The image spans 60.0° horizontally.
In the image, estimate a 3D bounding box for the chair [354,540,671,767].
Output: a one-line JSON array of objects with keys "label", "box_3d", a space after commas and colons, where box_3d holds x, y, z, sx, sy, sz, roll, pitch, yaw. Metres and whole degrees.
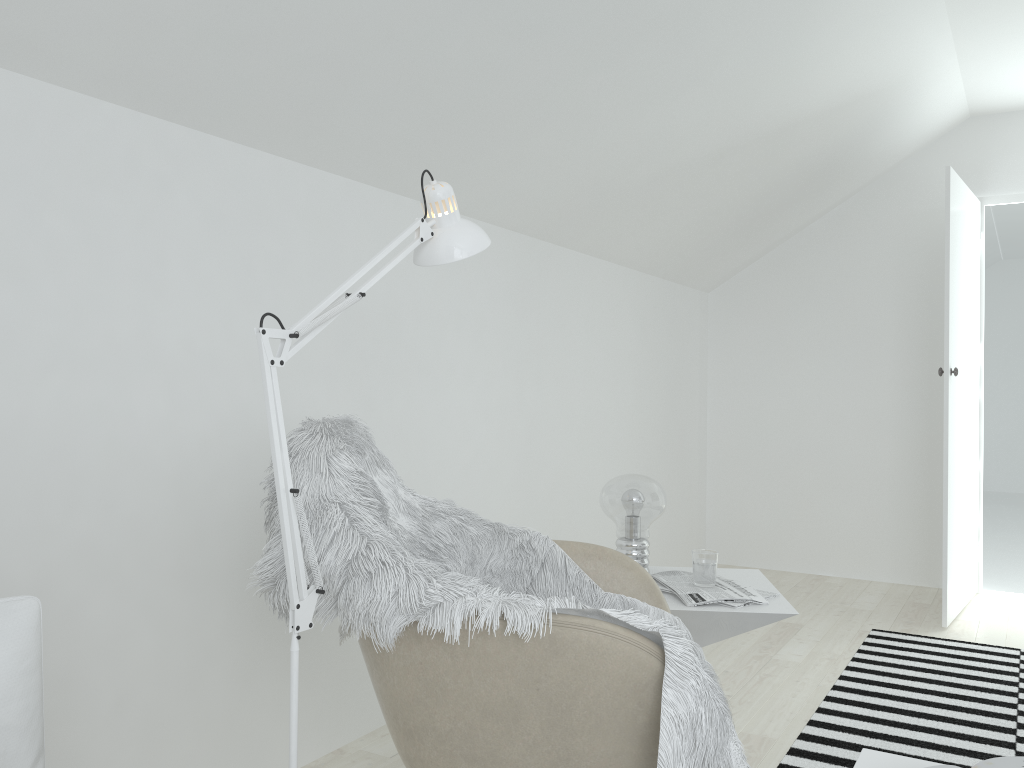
[{"label": "chair", "box_3d": [-0.011, 0.564, 1.711, 0.776, 0.941, 0.719, 1, 0, 5]}]

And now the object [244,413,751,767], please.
[{"label": "object", "box_3d": [-0.004, 0.458, 1.708, 0.954, 0.789, 0.784, 1, 0, 11]}]

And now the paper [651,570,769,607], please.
[{"label": "paper", "box_3d": [0.486, 0.514, 2.250, 0.205, 0.024, 0.312, 1, 0, -10]}]

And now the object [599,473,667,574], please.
[{"label": "object", "box_3d": [0.332, 0.386, 2.434, 0.185, 0.279, 0.185, 0, 0, 24]}]

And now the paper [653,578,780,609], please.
[{"label": "paper", "box_3d": [0.486, 0.518, 2.250, 0.205, 0.015, 0.312, 1, -1, -45]}]

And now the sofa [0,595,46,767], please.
[{"label": "sofa", "box_3d": [0.278, 0.641, 0.072, 2.647, 0.768, 0.917, 0, -1, 30]}]

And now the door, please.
[{"label": "door", "box_3d": [2.506, 0.055, 4.335, 1.397, 2.055, 0.688, 1, 0, -11]}]

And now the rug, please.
[{"label": "rug", "box_3d": [1.262, 1.047, 1.514, 1.846, 0.004, 4.362, 0, -1, 30]}]

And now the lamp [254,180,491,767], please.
[{"label": "lamp", "box_3d": [-0.202, 0.342, 1.347, 0.196, 1.373, 0.527, 0, -1, 35]}]

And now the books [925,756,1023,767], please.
[{"label": "books", "box_3d": [0.617, 0.502, 1.030, 0.342, 0.040, 0.231, 1, 0, -18]}]

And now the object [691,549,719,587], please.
[{"label": "object", "box_3d": [0.489, 0.467, 2.249, 0.067, 0.087, 0.067, 0, -1, 28]}]
